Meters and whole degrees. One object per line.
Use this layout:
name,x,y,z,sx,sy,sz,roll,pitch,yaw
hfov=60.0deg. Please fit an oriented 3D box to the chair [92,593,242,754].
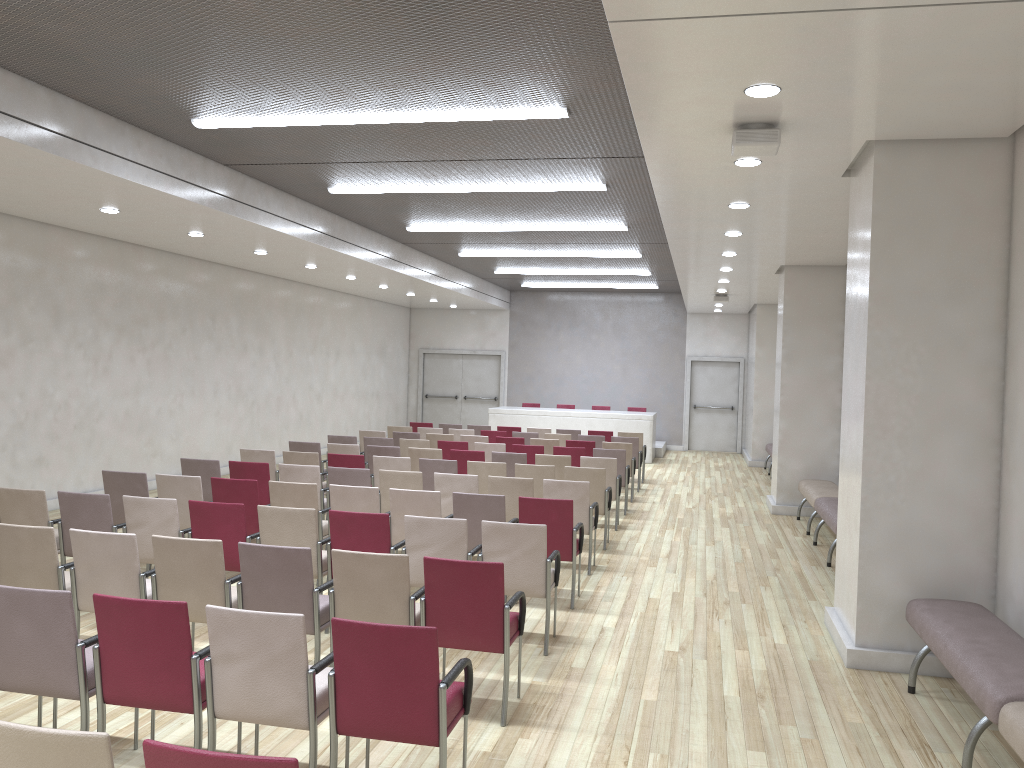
chair,-1.548,1.353,4.076,0.513,0.890,0.640,2,1,11

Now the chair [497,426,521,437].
chair,-0.007,1.212,16.319,0.513,0.890,0.640,2,1,12

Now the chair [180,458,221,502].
chair,-3.180,1.217,9.460,0.513,0.890,0.640,2,1,13

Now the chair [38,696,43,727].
chair,-2.617,1.315,4.301,0.513,0.890,0.640,2,1,13

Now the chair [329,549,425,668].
chair,-0.737,1.362,5.156,0.513,0.890,0.640,2,1,11

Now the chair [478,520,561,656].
chair,0.057,1.371,6.237,0.513,0.890,0.640,2,1,12

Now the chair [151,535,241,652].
chair,-1.827,1.324,5.389,0.513,0.890,0.640,2,1,12

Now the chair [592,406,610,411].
chair,2.078,0.977,21.099,0.513,0.890,0.640,2,1,12

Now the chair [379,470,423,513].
chair,-1.047,1.293,8.989,0.513,0.890,0.640,2,1,12

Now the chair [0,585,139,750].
chair,-2.087,1.334,4.190,0.513,0.890,0.640,2,1,12

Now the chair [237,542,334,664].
chair,-1.282,1.343,5.260,0.513,0.890,0.640,2,1,13

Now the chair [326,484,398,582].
chair,-1.288,1.303,7.796,0.513,0.890,0.640,2,1,13

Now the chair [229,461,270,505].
chair,-2.645,1.236,9.346,0.513,0.890,0.640,2,1,12

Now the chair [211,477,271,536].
chair,-2.374,1.265,8.013,0.513,0.890,0.640,2,1,12

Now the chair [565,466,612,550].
chair,0.834,1.340,9.854,0.513,0.890,0.640,2,1,12

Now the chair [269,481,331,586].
chair,-1.837,1.284,7.903,0.513,0.890,0.640,2,1,12

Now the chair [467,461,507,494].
chair,-0.236,1.302,10.085,0.513,0.890,0.640,2,1,12

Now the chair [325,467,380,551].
chair,-1.575,1.274,9.100,0.513,0.890,0.640,2,1,12

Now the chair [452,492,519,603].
chair,-0.223,1.341,7.565,0.513,0.890,0.640,2,1,13

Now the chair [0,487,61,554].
chair,-3.701,1.238,7.051,0.513,0.890,0.640,2,1,13

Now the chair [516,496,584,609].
chair,0.320,1.361,7.429,0.513,0.890,0.640,2,1,12

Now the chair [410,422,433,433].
chair,-1.630,1.154,16.667,0.513,0.890,0.640,2,1,12

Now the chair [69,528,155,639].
chair,-2.352,1.305,5.491,0.513,0.890,0.640,2,1,13

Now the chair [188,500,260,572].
chair,-2.090,1.295,6.704,0.513,0.890,0.640,2,1,13

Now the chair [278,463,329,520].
chair,-2.101,1.255,9.232,0.513,0.890,0.640,2,1,12

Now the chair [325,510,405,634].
chair,-1.023,1.332,6.474,0.513,0.890,0.640,2,1,12

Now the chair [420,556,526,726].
chair,-0.212,1.381,5.037,0.513,0.890,0.640,2,1,13

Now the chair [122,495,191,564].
chair,-2.624,1.276,6.828,0.513,0.890,0.640,2,1,13

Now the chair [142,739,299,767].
chair,-0.727,1.402,2.624,0.513,0.890,0.640,2,1,12

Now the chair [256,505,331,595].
chair,-1.554,1.314,6.583,0.513,0.890,0.640,2,1,12

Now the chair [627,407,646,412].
chair,2.916,1.007,20.917,0.513,0.890,0.640,2,1,12

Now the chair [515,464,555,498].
chair,0.293,1.321,9.955,0.513,0.890,0.640,2,1,11

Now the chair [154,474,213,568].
chair,-2.904,1.246,8.131,0.513,0.890,0.640,2,1,12

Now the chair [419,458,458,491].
chair,-0.776,1.283,10.191,0.513,0.890,0.640,2,1,13

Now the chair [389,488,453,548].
chair,-0.763,1.322,7.671,0.513,0.890,0.640,2,1,12

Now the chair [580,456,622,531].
chair,1.094,1.329,11.047,0.513,0.890,0.640,2,1,11

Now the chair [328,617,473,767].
chair,-0.466,1.392,3.825,0.513,0.890,0.640,2,1,12

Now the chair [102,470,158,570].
chair,-3.444,1.227,8.262,0.513,0.890,0.640,2,1,12

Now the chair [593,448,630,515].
chair,1.358,1.319,12.249,0.513,0.890,0.640,2,1,12

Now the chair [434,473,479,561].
chair,-0.491,1.312,8.878,0.513,0.890,0.640,2,1,13

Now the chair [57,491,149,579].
chair,-3.167,1.256,6.942,0.513,0.890,0.640,2,1,13

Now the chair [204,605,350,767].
chair,-1.013,1.372,3.948,0.513,0.890,0.640,2,1,13

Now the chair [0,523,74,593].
chair,-2.895,1.286,5.615,0.513,0.890,0.640,2,1,13

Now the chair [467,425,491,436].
chair,-0.549,1.193,16.445,0.513,0.890,0.640,2,1,13

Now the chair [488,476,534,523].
chair,0.036,1.331,8.765,0.513,0.890,0.640,2,1,13

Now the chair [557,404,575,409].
chair,1.240,0.948,21.280,0.513,0.890,0.640,2,1,12

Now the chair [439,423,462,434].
chair,-1.082,1.174,16.549,0.513,0.890,0.640,2,1,12

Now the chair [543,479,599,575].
chair,0.564,1.350,8.646,0.513,0.890,0.640,2,1,13

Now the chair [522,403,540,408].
chair,0.402,0.918,21.462,0.513,0.890,0.640,2,1,12

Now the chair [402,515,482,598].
chair,-0.480,1.352,6.358,0.513,0.890,0.640,2,1,11

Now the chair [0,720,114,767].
chair,-1.262,1.383,2.745,0.513,0.890,0.640,2,1,13
